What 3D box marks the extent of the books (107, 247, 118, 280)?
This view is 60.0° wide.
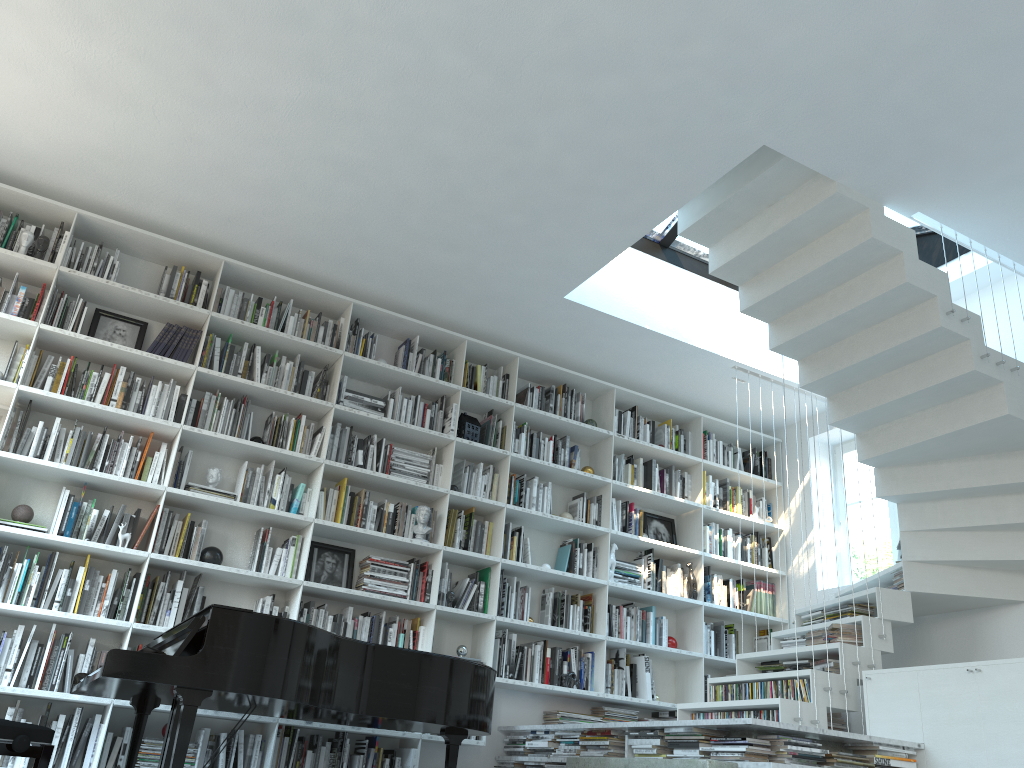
[{"bbox_3d":[-2.403,-0.659,5.294,0.007,0.300,0.146,17,-27,-25],"label":"books"}]

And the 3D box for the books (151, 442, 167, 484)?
[{"bbox_3d":[-2.029,0.490,5.066,0.027,0.284,0.148,17,-27,-25],"label":"books"}]

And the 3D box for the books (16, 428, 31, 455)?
[{"bbox_3d":[-2.621,0.344,4.740,0.037,0.181,0.189,17,-27,-25],"label":"books"}]

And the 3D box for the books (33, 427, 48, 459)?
[{"bbox_3d":[-2.545,0.353,4.771,0.028,0.203,0.188,17,-27,-25],"label":"books"}]

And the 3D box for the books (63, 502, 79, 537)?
[{"bbox_3d":[-2.357,0.750,4.724,0.029,0.207,0.190,17,-27,-25],"label":"books"}]

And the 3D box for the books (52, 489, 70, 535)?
[{"bbox_3d":[-2.415,0.712,4.730,0.024,0.271,0.151,17,-27,-25],"label":"books"}]

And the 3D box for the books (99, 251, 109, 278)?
[{"bbox_3d":[-2.441,-0.650,5.263,0.013,0.251,0.129,17,-27,-25],"label":"books"}]

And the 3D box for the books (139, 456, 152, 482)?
[{"bbox_3d":[-2.082,0.518,5.016,0.030,0.182,0.152,17,-27,-25],"label":"books"}]

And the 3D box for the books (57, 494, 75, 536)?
[{"bbox_3d":[-2.396,0.730,4.744,0.031,0.254,0.143,17,-27,-25],"label":"books"}]

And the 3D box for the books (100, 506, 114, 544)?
[{"bbox_3d":[-2.216,0.795,4.835,0.013,0.240,0.142,17,-27,-25],"label":"books"}]

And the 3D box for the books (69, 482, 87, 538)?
[{"bbox_3d":[-2.351,0.708,4.785,0.011,0.334,0.154,17,-27,-25],"label":"books"}]

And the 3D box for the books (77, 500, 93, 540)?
[{"bbox_3d":[-2.313,0.760,4.787,0.022,0.247,0.129,17,-27,-25],"label":"books"}]

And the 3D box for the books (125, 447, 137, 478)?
[{"bbox_3d":[-2.161,0.480,4.992,0.021,0.219,0.149,17,-27,-25],"label":"books"}]

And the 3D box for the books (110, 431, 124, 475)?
[{"bbox_3d":[-2.231,0.422,4.980,0.011,0.303,0.130,17,-27,-25],"label":"books"}]

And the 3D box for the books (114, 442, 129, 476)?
[{"bbox_3d":[-2.209,0.460,4.984,0.028,0.241,0.132,17,-27,-25],"label":"books"}]

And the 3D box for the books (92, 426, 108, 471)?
[{"bbox_3d":[-2.301,0.393,4.925,0.013,0.298,0.152,17,-27,-25],"label":"books"}]

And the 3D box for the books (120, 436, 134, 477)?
[{"bbox_3d":[-2.175,0.441,4.976,0.015,0.274,0.157,17,-27,-25],"label":"books"}]

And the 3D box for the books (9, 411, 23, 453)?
[{"bbox_3d":[-2.654,0.293,4.736,0.027,0.264,0.176,17,-27,-25],"label":"books"}]

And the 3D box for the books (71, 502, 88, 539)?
[{"bbox_3d":[-2.340,0.763,4.778,0.031,0.230,0.148,17,-27,-25],"label":"books"}]

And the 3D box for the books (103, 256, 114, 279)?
[{"bbox_3d":[-2.409,-0.630,5.254,0.021,0.213,0.174,17,-27,-25],"label":"books"}]

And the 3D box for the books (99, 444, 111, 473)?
[{"bbox_3d":[-2.277,0.450,4.930,0.021,0.204,0.130,17,-27,-25],"label":"books"}]

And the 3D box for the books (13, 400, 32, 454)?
[{"bbox_3d":[-2.633,0.267,4.755,0.012,0.332,0.185,17,-27,-25],"label":"books"}]

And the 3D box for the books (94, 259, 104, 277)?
[{"bbox_3d":[-2.458,-0.625,5.236,0.026,0.182,0.162,17,-27,-25],"label":"books"}]

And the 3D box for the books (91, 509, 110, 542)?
[{"bbox_3d":[-2.247,0.798,4.815,0.056,0.213,0.143,17,-27,-25],"label":"books"}]

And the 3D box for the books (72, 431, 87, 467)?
[{"bbox_3d":[-2.385,0.392,4.864,0.024,0.236,0.167,17,-27,-25],"label":"books"}]

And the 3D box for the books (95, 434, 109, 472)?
[{"bbox_3d":[-2.293,0.420,4.932,0.021,0.255,0.156,17,-27,-25],"label":"books"}]

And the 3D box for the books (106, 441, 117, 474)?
[{"bbox_3d":[-2.249,0.447,4.946,0.013,0.226,0.152,17,-27,-25],"label":"books"}]

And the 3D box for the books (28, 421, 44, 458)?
[{"bbox_3d":[-2.571,0.335,4.776,0.022,0.234,0.177,17,-27,-25],"label":"books"}]

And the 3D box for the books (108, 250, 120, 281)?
[{"bbox_3d":[-2.400,-0.648,5.307,0.015,0.292,0.131,17,-27,-25],"label":"books"}]

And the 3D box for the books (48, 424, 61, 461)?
[{"bbox_3d":[-2.495,0.356,4.818,0.011,0.245,0.177,17,-27,-25],"label":"books"}]

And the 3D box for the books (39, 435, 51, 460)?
[{"bbox_3d":[-2.546,0.382,4.814,0.021,0.187,0.129,17,-27,-25],"label":"books"}]

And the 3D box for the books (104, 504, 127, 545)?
[{"bbox_3d":[-2.176,0.794,4.841,0.060,0.254,0.159,17,-27,-25],"label":"books"}]

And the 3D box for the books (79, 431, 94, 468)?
[{"bbox_3d":[-2.360,0.401,4.886,0.023,0.241,0.185,17,-27,-25],"label":"books"}]

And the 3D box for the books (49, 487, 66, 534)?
[{"bbox_3d":[-2.431,0.702,4.726,0.012,0.283,0.160,17,-27,-25],"label":"books"}]

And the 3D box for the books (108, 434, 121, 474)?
[{"bbox_3d":[-2.234,0.428,4.956,0.012,0.271,0.146,17,-27,-25],"label":"books"}]

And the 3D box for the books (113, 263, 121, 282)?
[{"bbox_3d":[-2.376,-0.606,5.295,0.013,0.209,0.137,17,-27,-25],"label":"books"}]

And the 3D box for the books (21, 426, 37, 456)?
[{"bbox_3d":[-2.608,0.344,4.770,0.042,0.208,0.144,17,-27,-25],"label":"books"}]

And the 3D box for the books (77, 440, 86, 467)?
[{"bbox_3d":[-2.385,0.420,4.886,0.010,0.203,0.139,17,-27,-25],"label":"books"}]

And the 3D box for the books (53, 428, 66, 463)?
[{"bbox_3d":[-2.481,0.373,4.849,0.049,0.241,0.139,17,-27,-25],"label":"books"}]

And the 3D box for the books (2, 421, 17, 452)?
[{"bbox_3d":[-2.684,0.318,4.728,0.026,0.208,0.155,17,-27,-25],"label":"books"}]

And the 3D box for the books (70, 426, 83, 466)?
[{"bbox_3d":[-2.407,0.377,4.877,0.011,0.269,0.158,17,-27,-25],"label":"books"}]

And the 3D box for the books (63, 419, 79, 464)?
[{"bbox_3d":[-2.430,0.355,4.861,0.011,0.292,0.184,17,-27,-25],"label":"books"}]

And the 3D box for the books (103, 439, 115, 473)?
[{"bbox_3d":[-2.255,0.439,4.931,0.013,0.228,0.177,17,-27,-25],"label":"books"}]

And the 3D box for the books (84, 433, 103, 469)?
[{"bbox_3d":[-2.338,0.410,4.918,0.048,0.255,0.142,17,-27,-25],"label":"books"}]

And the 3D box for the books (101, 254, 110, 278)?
[{"bbox_3d":[-2.427,-0.635,5.254,0.013,0.218,0.181,17,-27,-25],"label":"books"}]

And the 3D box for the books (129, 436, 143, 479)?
[{"bbox_3d":[-2.145,0.453,5.018,0.015,0.291,0.144,17,-27,-25],"label":"books"}]

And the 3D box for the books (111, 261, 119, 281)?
[{"bbox_3d":[-2.383,-0.609,5.280,0.014,0.201,0.171,17,-27,-25],"label":"books"}]

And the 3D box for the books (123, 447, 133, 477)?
[{"bbox_3d":[-2.173,0.475,4.981,0.012,0.216,0.160,17,-27,-25],"label":"books"}]

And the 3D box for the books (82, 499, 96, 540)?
[{"bbox_3d":[-2.290,0.758,4.779,0.011,0.249,0.172,17,-27,-25],"label":"books"}]

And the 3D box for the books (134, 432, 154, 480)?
[{"bbox_3d":[-2.103,0.444,5.029,0.035,0.324,0.170,17,-27,-25],"label":"books"}]

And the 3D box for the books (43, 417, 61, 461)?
[{"bbox_3d":[-2.512,0.338,4.825,0.024,0.280,0.174,17,-27,-25],"label":"books"}]

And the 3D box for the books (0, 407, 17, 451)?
[{"bbox_3d":[-2.702,0.281,4.743,0.012,0.283,0.160,17,-27,-25],"label":"books"}]

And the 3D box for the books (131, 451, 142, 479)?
[{"bbox_3d":[-2.129,0.493,4.993,0.013,0.202,0.162,17,-27,-25],"label":"books"}]

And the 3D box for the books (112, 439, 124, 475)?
[{"bbox_3d":[-2.221,0.447,4.970,0.011,0.250,0.139,17,-27,-25],"label":"books"}]

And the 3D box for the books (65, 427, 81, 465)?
[{"bbox_3d":[-2.414,0.378,4.851,0.021,0.246,0.189,17,-27,-25],"label":"books"}]

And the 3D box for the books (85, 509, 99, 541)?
[{"bbox_3d":[-2.269,0.786,4.765,0.029,0.189,0.189,17,-27,-25],"label":"books"}]

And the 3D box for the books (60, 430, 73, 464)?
[{"bbox_3d":[-2.444,0.382,4.844,0.014,0.228,0.148,17,-27,-25],"label":"books"}]

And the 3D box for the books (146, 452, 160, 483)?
[{"bbox_3d":[-2.055,0.509,5.037,0.031,0.222,0.145,17,-27,-25],"label":"books"}]

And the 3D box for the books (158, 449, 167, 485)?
[{"bbox_3d":[-2.003,0.511,5.074,0.036,0.256,0.123,17,-27,-25],"label":"books"}]
